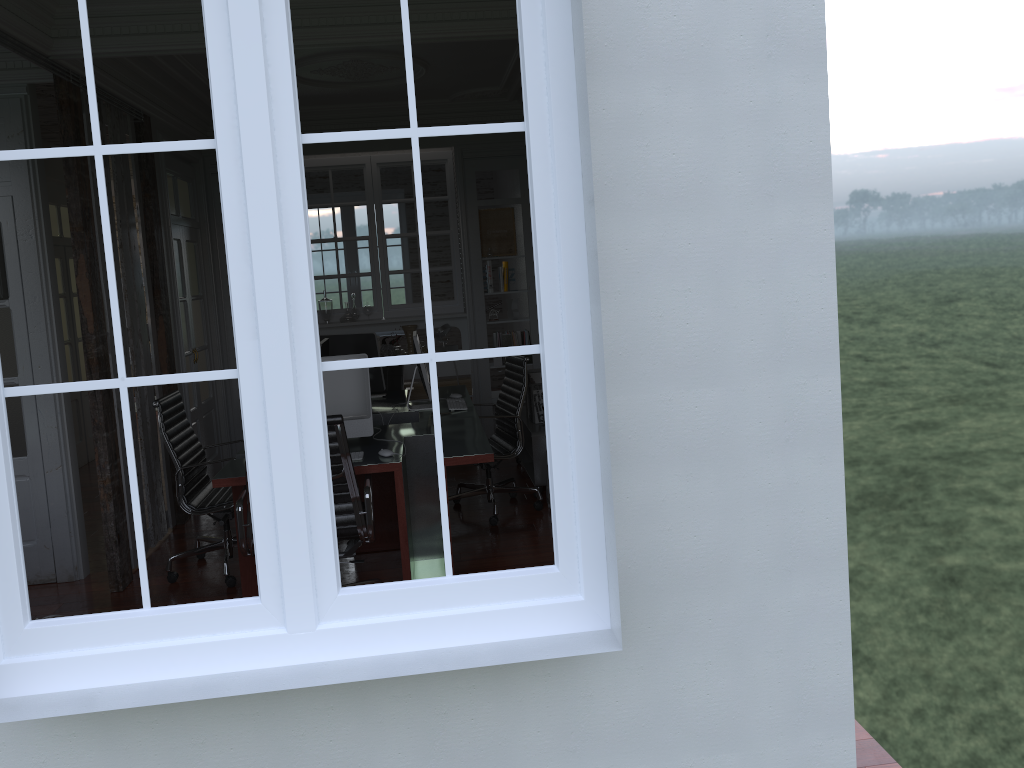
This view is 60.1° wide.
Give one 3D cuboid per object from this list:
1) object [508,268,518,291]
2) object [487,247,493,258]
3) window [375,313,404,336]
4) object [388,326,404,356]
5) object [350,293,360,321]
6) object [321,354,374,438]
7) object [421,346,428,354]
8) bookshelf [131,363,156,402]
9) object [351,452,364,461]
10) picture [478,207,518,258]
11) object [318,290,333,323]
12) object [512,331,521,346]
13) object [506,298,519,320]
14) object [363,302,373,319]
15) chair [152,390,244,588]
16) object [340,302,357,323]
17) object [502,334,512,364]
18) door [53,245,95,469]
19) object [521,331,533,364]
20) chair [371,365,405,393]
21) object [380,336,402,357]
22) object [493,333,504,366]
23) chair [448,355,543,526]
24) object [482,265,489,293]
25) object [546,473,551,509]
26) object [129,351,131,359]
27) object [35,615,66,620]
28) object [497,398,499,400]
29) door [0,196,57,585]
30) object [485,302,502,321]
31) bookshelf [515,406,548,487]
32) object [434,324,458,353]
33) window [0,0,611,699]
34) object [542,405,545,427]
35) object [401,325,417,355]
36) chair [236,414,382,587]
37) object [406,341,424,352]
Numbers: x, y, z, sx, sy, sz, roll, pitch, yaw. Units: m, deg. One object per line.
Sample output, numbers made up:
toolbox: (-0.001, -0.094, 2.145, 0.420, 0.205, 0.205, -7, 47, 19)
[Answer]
object: (0.003, -0.965, 7.981, 0.078, 0.248, 0.116, -5, 5, -6)
object: (-0.196, -1.160, 7.813, 0.056, 0.089, 0.056, -4, 6, -3)
window: (-2.080, -1.502, 11.474, 1.540, 1.930, 0.128, -5, 5, -6)
object: (-1.003, -0.368, 7.781, 0.128, 0.286, 0.128, -8, 7, -39)
object: (-1.403, -0.672, 7.885, 0.088, 0.270, 0.088, -5, 5, -11)
object: (-0.954, 0.105, 4.484, 0.484, 0.483, 0.190, -5, 5, -6)
object: (-0.772, -0.296, 7.867, 0.093, 0.087, 0.092, 0, 7, 31)
bookshelf: (-5.234, -0.048, 12.978, 1.401, 0.547, 0.402, -5, 6, -6)
object: (-0.940, 0.366, 4.280, 0.439, 0.017, 0.119, -5, 8, -6)
picture: (-0.127, -1.349, 7.893, 0.326, 0.433, 0.009, -5, 5, -6)
object: (-1.643, -0.669, 7.820, 0.129, 0.314, 0.129, -2, 5, 19)
object: (0.046, -0.324, 7.970, 0.078, 0.276, 0.240, -4, 6, 0)
object: (0.009, -0.672, 7.949, 0.063, 0.187, 0.126, -7, 6, -33)
object: (-1.291, -0.646, 7.945, 0.094, 0.187, 0.094, -7, 6, -31)
chair: (-1.621, 0.546, 5.011, 0.699, 1.018, 0.668, -5, 6, -11)
object: (-1.442, -0.617, 7.764, 0.148, 0.199, 0.148, -7, 6, -23)
object: (-0.040, -0.321, 7.998, 0.078, 0.276, 0.246, -4, 6, -1)
door: (-4.157, -0.273, 8.410, 0.041, 2.076, 1.081, -5, 5, -6)
object: (0.133, -0.333, 7.994, 0.078, 0.276, 0.240, -4, 6, -2)
chair: (-1.117, 0.318, 6.803, 0.475, 0.915, 0.605, -2, 6, 24)
object: (-1.099, -0.329, 7.946, 0.158, 0.178, 0.385, -2, 8, 20)
object: (-0.128, -0.312, 7.977, 0.078, 0.276, 0.240, -4, 6, 2)
chair: (-0.189, 0.336, 5.797, 0.699, 1.018, 0.668, -5, 6, -10)
object: (-0.263, -0.942, 7.954, 0.078, 0.248, 0.116, -5, 5, -6)
object: (0.414, 0.619, 5.747, 0.363, 0.385, 0.402, -5, 6, -6)
object: (-5.582, -0.379, 12.840, 0.173, 0.192, 0.172, -5, 6, -6)
object: (-1.918, 1.150, 3.696, 0.235, 0.381, 0.221, -7, 6, -28)
object: (0.035, 0.120, 8.072, 0.293, 0.040, 0.239, 2, 10, 40)
door: (-3.172, 0.087, 4.901, 1.058, 2.170, 0.041, -5, 5, -6)
object: (-0.177, -0.649, 7.903, 0.177, 0.160, 0.093, -1, 6, 22)
bookshelf: (0.267, 0.470, 6.659, 0.436, 0.457, 1.201, -5, 7, -6)
object: (-0.607, -0.400, 7.877, 0.166, 0.271, 0.189, -1, 6, 29)
window: (-0.584, -0.305, 2.146, 1.528, 1.976, 0.128, -5, 5, -6)
object: (0.235, 0.219, 6.254, 0.048, 0.152, 0.088, -5, 6, -11)
object: (-0.898, -0.379, 7.842, 0.143, 0.277, 0.144, -3, 5, 8)
chair: (-0.959, 0.621, 4.117, 0.665, 1.018, 0.702, -4, 6, -2)
object: (-0.886, -0.351, 8.097, 0.160, 0.152, 0.217, -6, 7, -20)
